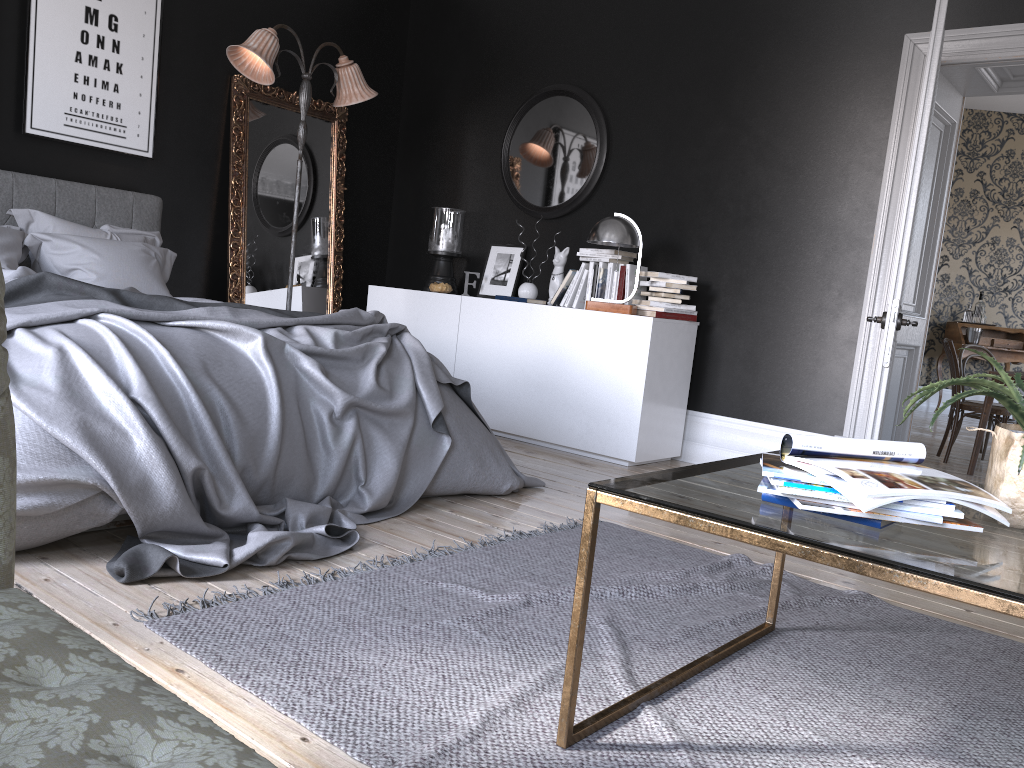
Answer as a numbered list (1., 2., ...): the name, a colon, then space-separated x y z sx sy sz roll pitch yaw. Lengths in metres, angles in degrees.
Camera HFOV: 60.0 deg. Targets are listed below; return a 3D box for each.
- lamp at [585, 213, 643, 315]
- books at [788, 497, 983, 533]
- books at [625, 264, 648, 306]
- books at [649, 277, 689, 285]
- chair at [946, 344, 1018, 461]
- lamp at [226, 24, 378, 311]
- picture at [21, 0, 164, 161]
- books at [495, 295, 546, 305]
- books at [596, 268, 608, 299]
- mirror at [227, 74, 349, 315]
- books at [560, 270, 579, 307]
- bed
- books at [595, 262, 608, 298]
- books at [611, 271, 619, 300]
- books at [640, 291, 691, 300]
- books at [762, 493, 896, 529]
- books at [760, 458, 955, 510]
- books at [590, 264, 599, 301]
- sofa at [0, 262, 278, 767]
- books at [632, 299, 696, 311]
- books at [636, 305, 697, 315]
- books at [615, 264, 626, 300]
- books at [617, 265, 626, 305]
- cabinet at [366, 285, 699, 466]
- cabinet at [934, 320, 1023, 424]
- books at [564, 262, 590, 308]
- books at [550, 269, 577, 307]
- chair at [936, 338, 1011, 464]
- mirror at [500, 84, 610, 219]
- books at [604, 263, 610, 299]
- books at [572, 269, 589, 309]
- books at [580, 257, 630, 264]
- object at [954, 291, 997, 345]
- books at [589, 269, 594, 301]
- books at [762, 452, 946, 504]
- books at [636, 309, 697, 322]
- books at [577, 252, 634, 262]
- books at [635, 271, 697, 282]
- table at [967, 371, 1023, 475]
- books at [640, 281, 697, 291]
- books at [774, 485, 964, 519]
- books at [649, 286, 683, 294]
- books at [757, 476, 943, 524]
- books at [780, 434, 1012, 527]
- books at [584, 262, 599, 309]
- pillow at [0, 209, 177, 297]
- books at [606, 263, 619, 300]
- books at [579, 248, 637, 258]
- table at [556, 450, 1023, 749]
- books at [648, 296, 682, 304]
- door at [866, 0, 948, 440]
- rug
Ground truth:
1. lamp: 0.604 -0.726 5.319 0.340 0.592 0.328 8 7 18
2. books: 0.692 0.230 1.715 0.318 0.011 0.252 7 6 5
3. books: 0.778 -0.587 5.565 0.050 0.309 0.220 12 8 38
4. books: 0.967 -0.628 5.434 0.220 0.024 0.307 8 6 13
5. chair: 3.973 0.150 7.381 0.439 0.925 0.549 5 7 -14
6. lamp: -1.411 -1.025 5.763 0.986 2.417 0.770 4 7 -19
7. picture: -2.448 -1.939 5.227 0.014 1.081 0.791 12 8 38
8. books: 0.058 -0.546 5.758 0.289 0.030 0.193 12 8 44
9. books: 0.606 -0.594 5.652 0.029 0.270 0.204 12 8 38
10. mirror: -1.600 -0.992 6.395 0.254 2.197 0.991 12 8 38
11. books: 0.433 -0.621 5.843 0.132 0.245 0.195 11 8 38
12. bed: -1.755 -0.318 3.992 3.279 1.301 2.763 9 7 27
13. books: 0.613 -0.618 5.696 0.024 0.308 0.220 12 8 38
14. books: 0.694 -0.579 5.635 0.026 0.259 0.195 12 8 38
15. books: 0.937 -0.544 5.440 0.193 0.030 0.289 4 6 -20
16. books: 0.636 0.238 1.753 0.231 0.023 0.162 11 7 39
17. books: 0.661 0.192 1.738 0.318 0.011 0.252 7 6 10
18. books: 0.576 -0.614 5.696 0.030 0.290 0.193 11 8 38
19. sofa: -0.413 0.309 0.119 2.807 1.163 1.605 11 8 39
20. books: 0.927 -0.484 5.428 0.318 0.031 0.228 4 6 -22
21. books: 0.940 -0.451 5.408 0.319 0.025 0.228 1 8 -41
22. books: 0.735 -0.599 5.634 0.030 0.307 0.221 12 8 38
23. books: 0.746 -0.588 5.594 0.038 0.296 0.235 12 8 38
24. cabinet: 0.006 -0.117 6.035 2.392 0.884 0.570 11 8 38
25. cabinet: 5.939 -0.141 11.069 0.913 1.202 0.902 7 6 3
26. books: 0.472 -0.640 5.809 0.126 0.297 0.220 11 8 38
27. books: 0.383 -0.629 5.845 0.158 0.247 0.203 11 8 38
28. chair: 3.557 0.147 6.844 0.540 0.951 0.419 8 7 18
29. mirror: 0.275 -1.624 6.206 0.922 0.926 0.061 11 8 38
30. books: 0.670 -0.611 5.686 0.030 0.307 0.221 12 8 38
31. books: 0.497 -0.615 5.792 0.091 0.257 0.195 11 8 38
32. books: 0.595 -0.792 5.708 0.195 0.026 0.258 1 8 -41
33. object: 5.892 -0.823 11.163 0.441 0.683 0.630 7 6 7
34. books: 0.569 -0.603 5.735 0.026 0.259 0.195 12 8 38
35. books: 0.656 0.181 1.743 0.318 0.011 0.252 8 6 15
36. books: 0.936 -0.419 5.401 0.295 0.038 0.234 4 6 -24
37. books: 0.602 -0.816 5.700 0.307 0.024 0.220 9 6 28
38. books: 0.939 -0.654 5.404 0.306 0.030 0.220 3 7 -32
39. table: 4.201 0.333 6.775 0.849 0.756 1.795 11 8 38
40. books: 0.954 -0.601 5.419 0.220 0.030 0.305 4 6 -22
41. books: 0.669 0.205 1.723 0.318 0.011 0.252 7 6 10
42. books: 0.943 -0.572 5.422 0.193 0.030 0.289 7 6 12
43. books: 0.655 0.214 1.733 0.318 0.011 0.252 8 6 20
44. books: 0.725 0.179 1.699 0.322 0.109 0.272 5 6 -17
45. books: 0.562 -0.631 5.773 0.030 0.307 0.221 12 8 38
46. pillow: -2.557 -0.664 4.700 0.679 0.761 1.829 11 8 38
47. books: 0.674 -0.607 5.648 0.024 0.308 0.220 12 8 38
48. books: 0.621 -0.844 5.718 0.220 0.030 0.306 1 8 -41
49. table: 1.022 0.573 1.786 1.446 0.559 1.092 11 7 38
50. books: 0.934 -0.513 5.434 0.203 0.029 0.268 7 6 8
51. door: 1.908 -0.499 4.325 0.216 2.379 1.097 9 7 26
52. rug: 1.051 0.829 1.963 3.638 0.050 2.105 11 7 39
